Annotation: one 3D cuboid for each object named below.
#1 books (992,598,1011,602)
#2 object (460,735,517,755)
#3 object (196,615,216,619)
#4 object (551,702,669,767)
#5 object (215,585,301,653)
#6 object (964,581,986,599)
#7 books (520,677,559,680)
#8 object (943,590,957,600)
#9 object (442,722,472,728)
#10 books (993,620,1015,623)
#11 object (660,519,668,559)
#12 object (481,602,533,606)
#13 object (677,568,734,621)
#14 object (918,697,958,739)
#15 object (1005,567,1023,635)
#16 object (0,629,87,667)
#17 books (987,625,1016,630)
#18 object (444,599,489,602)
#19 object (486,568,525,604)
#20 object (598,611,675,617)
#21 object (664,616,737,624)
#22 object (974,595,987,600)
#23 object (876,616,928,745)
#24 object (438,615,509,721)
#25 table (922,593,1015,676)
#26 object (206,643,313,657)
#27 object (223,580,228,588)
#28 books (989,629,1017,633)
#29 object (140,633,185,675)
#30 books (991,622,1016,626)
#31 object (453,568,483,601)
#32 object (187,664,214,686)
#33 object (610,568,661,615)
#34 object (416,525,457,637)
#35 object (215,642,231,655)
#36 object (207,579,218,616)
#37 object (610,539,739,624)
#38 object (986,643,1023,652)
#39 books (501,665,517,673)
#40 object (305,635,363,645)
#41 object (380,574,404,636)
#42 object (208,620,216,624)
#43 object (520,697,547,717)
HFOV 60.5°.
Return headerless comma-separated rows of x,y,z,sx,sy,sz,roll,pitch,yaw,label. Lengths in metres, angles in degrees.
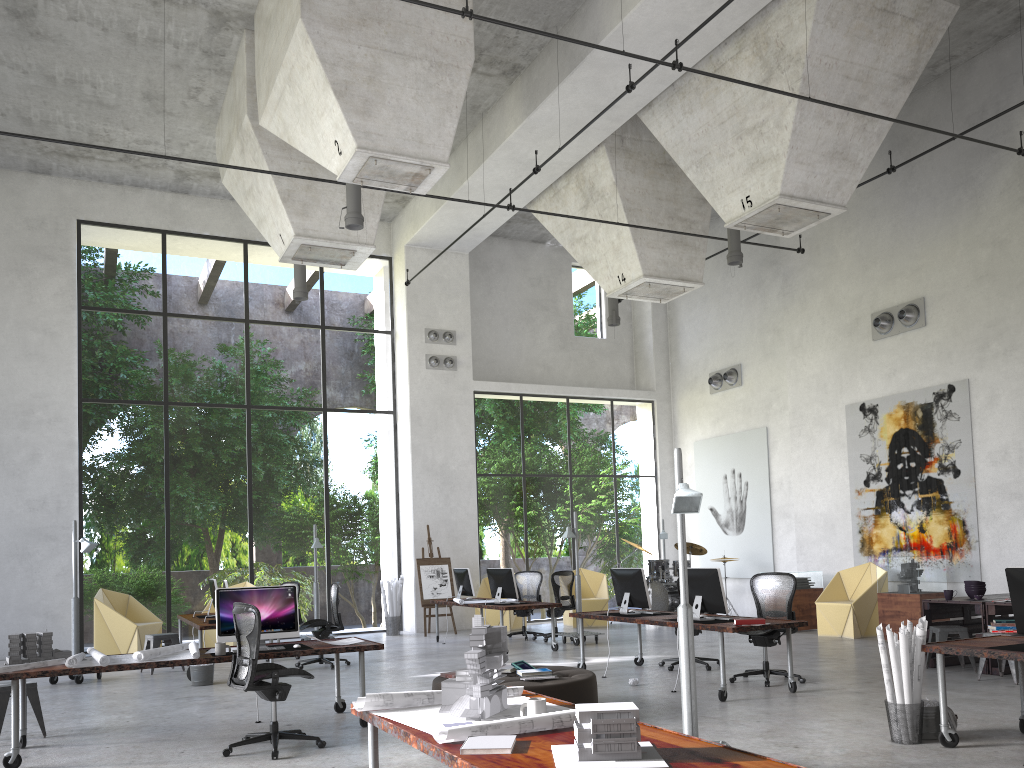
5.383,2.343,9.530,0.306,0.030,0.225,-9,-13,31,books
-0.090,1.437,3.499,0.200,0.023,0.239,-3,-11,5,object
-4.372,3.489,13.213,0.688,0.008,0.862,3,-12,-24,object
0.347,1.294,3.264,0.389,0.180,0.423,-2,-10,-1,object
-2.251,2.082,7.817,0.715,0.548,0.382,2,-7,-24,object
5.368,2.379,10.175,0.214,0.212,0.196,1,-8,-25,object
0.236,2.562,7.646,0.300,0.031,0.223,0,-11,-11,books
5.033,2.424,10.096,0.101,0.108,0.131,3,-9,-34,object
-0.226,1.523,3.891,0.134,0.008,0.207,1,-11,-14,object
5.132,2.470,9.137,0.205,0.025,0.145,-6,-11,20,books
3.367,4.051,19.334,0.580,2.132,0.601,-3,-4,9,object
-0.077,3.452,13.798,0.689,0.008,0.860,5,-13,-34,object
2.078,2.222,9.320,0.377,0.547,0.725,1,-8,-24,object
3.146,2.512,6.629,0.398,0.295,0.298,-5,-8,17,object
3.737,1.496,5.883,0.377,0.547,0.725,1,-8,-24,object
-3.997,2.188,7.346,0.738,0.302,0.439,5,-11,-36,object
5.134,2.530,9.132,0.284,0.033,0.201,-3,-11,5,books
-0.751,3.747,15.194,0.688,0.008,0.862,3,-12,-24,object
-0.090,3.172,13.813,0.378,0.547,0.723,2,-9,-34,object
1.498,2.763,10.534,0.688,0.008,0.862,3,-12,-24,object
2.091,2.502,9.304,0.688,0.008,0.862,3,-12,-24,object
5.251,2.399,9.869,0.138,0.055,0.118,6,-13,-40,object
2.907,2.186,6.510,0.319,0.928,0.345,-1,-4,-8,object
-0.201,1.369,4.238,0.361,0.515,0.499,-3,-7,10,object
5.829,2.803,9.873,1.507,0.786,1.625,2,-11,-26,table
-2.241,2.362,7.798,0.849,0.008,0.698,3,-12,-24,object
-3.782,2.944,11.975,0.377,0.546,0.725,0,-8,-19,object
5.135,2.564,9.130,0.285,0.034,0.200,-6,-11,20,books
-4.952,3.811,12.436,0.477,0.527,0.461,4,-9,-41,object
5.129,2.499,9.139,0.255,0.032,0.177,-7,-12,25,books
-0.764,3.467,15.209,0.377,0.547,0.725,1,-8,-24,object
-3.886,3.605,10.982,0.295,0.295,0.402,2,-9,-32,object
1.484,2.482,10.550,0.377,0.547,0.725,1,-8,-24,object
-1.513,3.781,17.004,0.694,2.124,0.691,0,-4,-25,object
-2.463,2.253,7.472,0.123,0.099,0.089,-2,-7,3,object
-4.385,3.209,13.229,0.377,0.547,0.725,1,-8,-24,object
3.383,3.952,17.787,1.888,1.724,3.004,5,-11,-41,object
3.750,1.776,5.867,0.688,0.008,0.862,3,-12,-24,object
-0.050,2.679,8.267,0.198,0.034,0.288,-6,-12,20,books
-1.634,2.342,8.071,0.470,0.085,0.442,2,-12,-22,object
-2.321,4.318,17.141,0.443,1.198,0.413,-6,-5,42,object
-3.769,3.225,11.959,0.687,0.008,0.862,2,-12,-19,object
0.097,1.490,4.012,0.123,0.099,0.089,-2,-7,3,object
